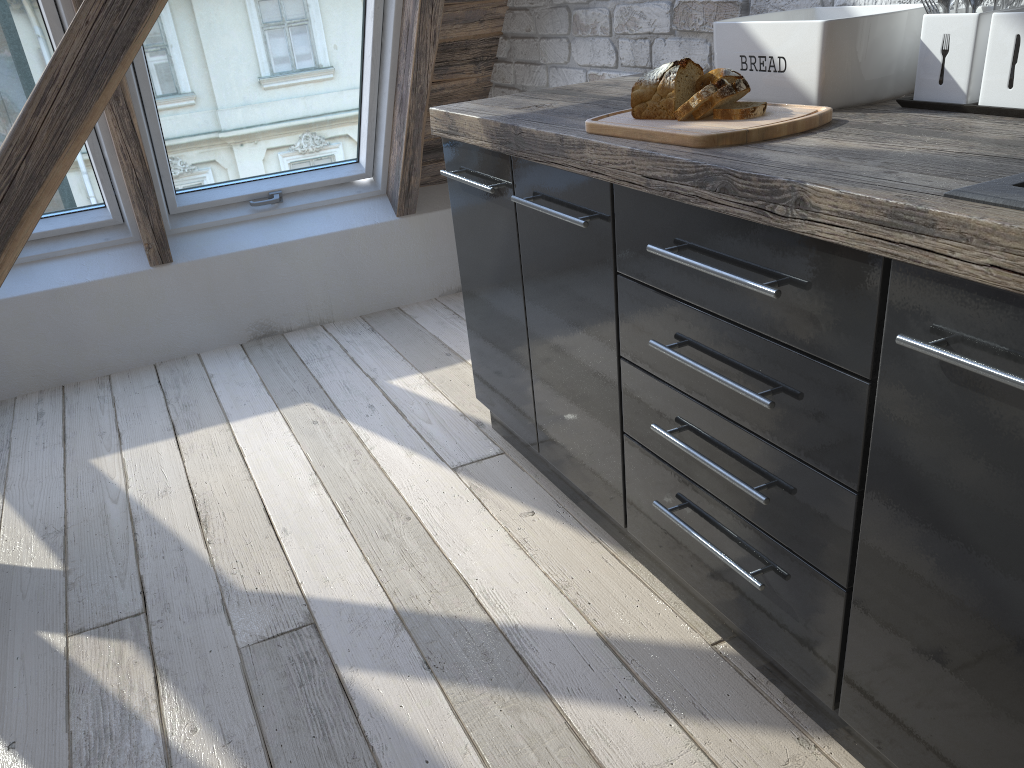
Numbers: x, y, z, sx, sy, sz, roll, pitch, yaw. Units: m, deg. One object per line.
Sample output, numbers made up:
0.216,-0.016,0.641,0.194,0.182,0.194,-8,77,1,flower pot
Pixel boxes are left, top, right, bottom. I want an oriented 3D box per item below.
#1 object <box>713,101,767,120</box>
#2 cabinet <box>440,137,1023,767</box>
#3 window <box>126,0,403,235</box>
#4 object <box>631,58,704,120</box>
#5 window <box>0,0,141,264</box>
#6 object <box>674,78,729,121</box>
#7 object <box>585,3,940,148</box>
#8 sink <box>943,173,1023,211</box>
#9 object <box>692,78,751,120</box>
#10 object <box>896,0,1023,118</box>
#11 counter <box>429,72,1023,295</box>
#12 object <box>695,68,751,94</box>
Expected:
0.361,-0.427,1.372,0.067,0.018,0.075,17,34,41,object
0.236,-0.224,0.011,2.069,2.638,4.051,-17,28,-20,cabinet
-0.748,-1.081,2.615,0.846,1.343,1.053,-17,29,-20,window
0.252,-0.484,1.437,0.088,0.092,0.083,18,36,40,object
-1.580,-0.851,2.326,0.846,1.343,1.053,-17,29,-20,window
0.306,-0.451,1.386,0.071,0.060,0.081,17,34,39,object
0.422,-0.526,1.464,0.578,0.141,0.370,-22,29,-29,object
0.781,-0.201,0.758,0.508,0.542,0.505,-17,28,-19,sink
0.334,-0.448,1.377,0.071,0.058,0.080,17,34,39,object
0.744,-0.487,1.213,0.146,0.211,0.389,-16,27,-19,object
0.171,0.489,0.568,2.216,0.898,3.664,-16,26,-20,counter
0.342,-0.476,1.422,0.073,0.071,0.076,14,33,35,object
